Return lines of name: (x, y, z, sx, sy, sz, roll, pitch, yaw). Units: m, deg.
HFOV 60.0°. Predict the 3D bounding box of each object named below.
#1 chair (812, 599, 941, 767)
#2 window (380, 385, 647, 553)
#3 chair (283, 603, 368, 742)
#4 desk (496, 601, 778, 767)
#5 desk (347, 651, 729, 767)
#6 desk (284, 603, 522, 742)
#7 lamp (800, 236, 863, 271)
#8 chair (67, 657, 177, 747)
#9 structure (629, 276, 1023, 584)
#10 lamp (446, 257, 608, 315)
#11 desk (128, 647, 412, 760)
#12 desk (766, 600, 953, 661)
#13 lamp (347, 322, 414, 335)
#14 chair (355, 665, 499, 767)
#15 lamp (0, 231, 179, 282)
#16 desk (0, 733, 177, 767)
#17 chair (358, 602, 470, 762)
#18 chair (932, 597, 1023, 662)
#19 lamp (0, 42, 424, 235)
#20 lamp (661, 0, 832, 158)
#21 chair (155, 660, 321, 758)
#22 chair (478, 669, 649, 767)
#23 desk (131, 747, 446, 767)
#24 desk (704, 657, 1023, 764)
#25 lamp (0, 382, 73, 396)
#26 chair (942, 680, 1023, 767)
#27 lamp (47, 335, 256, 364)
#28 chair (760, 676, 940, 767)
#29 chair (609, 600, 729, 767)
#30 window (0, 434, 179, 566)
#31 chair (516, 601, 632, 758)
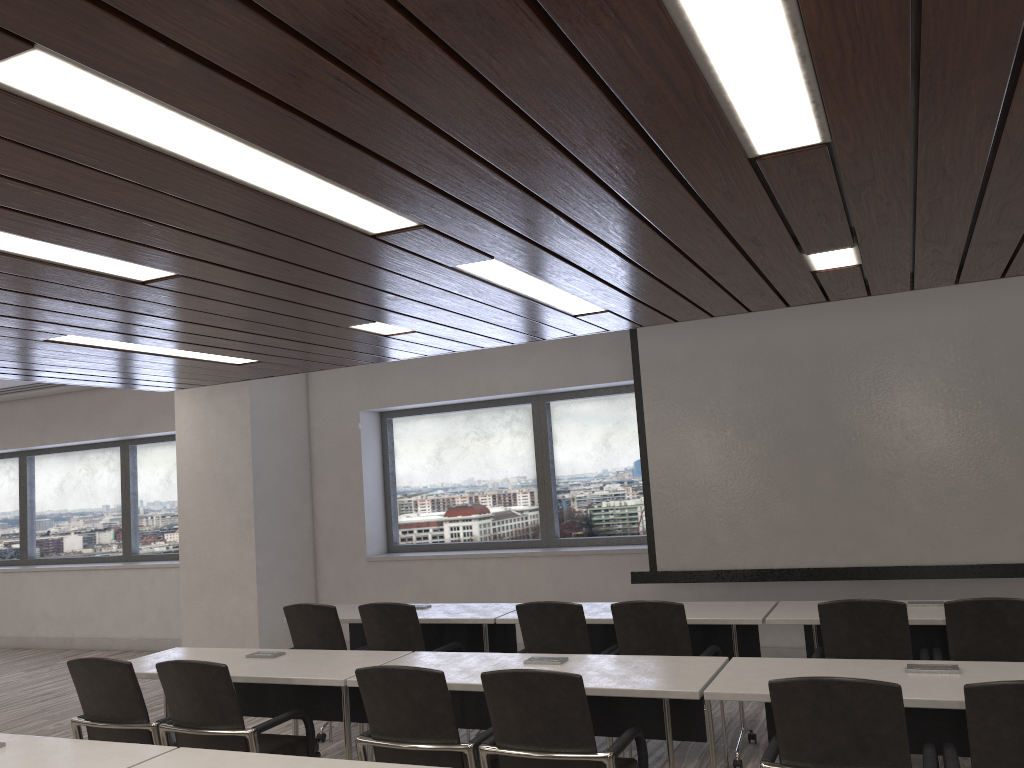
chair: (1.724, 1.452, 4.219, 0.513, 0.939, 0.638, -7, -7, 24)
window: (1.901, 0.627, 7.621, 6.968, 1.419, 0.118, -7, -7, 24)
chair: (-1.045, 1.773, 5.435, 0.513, 0.939, 0.638, -7, -7, 24)
desk: (0.737, 1.682, 5.061, 1.509, 0.795, 0.577, -7, -7, 24)
desk: (0.126, 1.581, 3.698, 1.509, 0.795, 0.577, -7, -7, 24)
desk: (-0.649, 1.843, 5.671, 1.509, 0.795, 0.577, -7, -7, 24)
lamp: (1.463, -0.591, 4.046, 0.236, 0.046, 0.421, -7, -7, 24)
chair: (-1.657, 1.673, 4.083, 0.513, 0.939, 0.638, -6, -6, 23)
structure: (2.459, 0.194, 6.238, 3.550, 2.329, 0.438, -7, -7, 24)
lamp: (0.138, -0.472, 4.299, 0.236, 0.045, 1.496, -7, -7, 24)
desk: (-1.260, 1.742, 4.308, 1.509, 0.795, 0.577, -7, -7, 24)
desk: (2.125, 1.521, 4.451, 1.509, 0.795, 0.577, -7, -7, 24)
lamp: (-0.740, -0.336, 5.015, 0.236, 0.046, 0.421, -7, -7, 24)
chair: (-0.268, 1.511, 3.462, 0.513, 0.939, 0.638, -7, -7, 24)
lamp: (-1.705, -0.495, 2.863, 0.236, 0.045, 1.496, -7, -7, 24)
desk: (-1.880, 1.639, 2.925, 1.509, 0.795, 0.577, -7, -7, 24)
chair: (-0.564, 1.719, 5.241, 0.513, 0.939, 0.638, -7, -7, 24)
chair: (2.208, 1.398, 4.021, 0.513, 0.939, 0.638, -7, -7, 23)
lamp: (-0.703, -0.611, 2.423, 0.236, 0.045, 1.496, -7, -7, 24)
lamp: (-4.123, -0.169, 6.788, 1.469, 0.552, 14.296, 2, -8, -43)
chair: (-1.178, 1.617, 3.869, 0.513, 0.939, 0.638, -7, -6, 23)
chair: (0.208, 1.456, 3.251, 0.513, 0.939, 0.638, -7, -7, 23)
desk: (-0.494, 1.478, 2.315, 1.509, 0.795, 0.577, -7, -7, 24)
desk: (1.514, 1.420, 3.087, 1.509, 0.795, 0.577, -7, -7, 24)
lamp: (-1.569, -0.343, 6.830, 12.001, 0.552, 1.499, -9, -8, 40)
chair: (1.596, 1.297, 2.660, 0.513, 0.939, 0.638, -6, -6, 23)
lamp: (-2.065, -0.217, 5.268, 0.236, 0.045, 1.496, -7, -7, 24)
chair: (1.106, 1.352, 2.855, 0.513, 0.939, 0.638, -7, -7, 24)
chair: (0.819, 1.559, 4.633, 0.513, 0.939, 0.638, -7, -7, 24)
window: (-7.669, 1.735, 11.829, 10.452, 1.419, 0.118, -7, -7, 24)
chair: (0.341, 1.614, 4.838, 0.513, 0.939, 0.638, -7, -7, 24)
